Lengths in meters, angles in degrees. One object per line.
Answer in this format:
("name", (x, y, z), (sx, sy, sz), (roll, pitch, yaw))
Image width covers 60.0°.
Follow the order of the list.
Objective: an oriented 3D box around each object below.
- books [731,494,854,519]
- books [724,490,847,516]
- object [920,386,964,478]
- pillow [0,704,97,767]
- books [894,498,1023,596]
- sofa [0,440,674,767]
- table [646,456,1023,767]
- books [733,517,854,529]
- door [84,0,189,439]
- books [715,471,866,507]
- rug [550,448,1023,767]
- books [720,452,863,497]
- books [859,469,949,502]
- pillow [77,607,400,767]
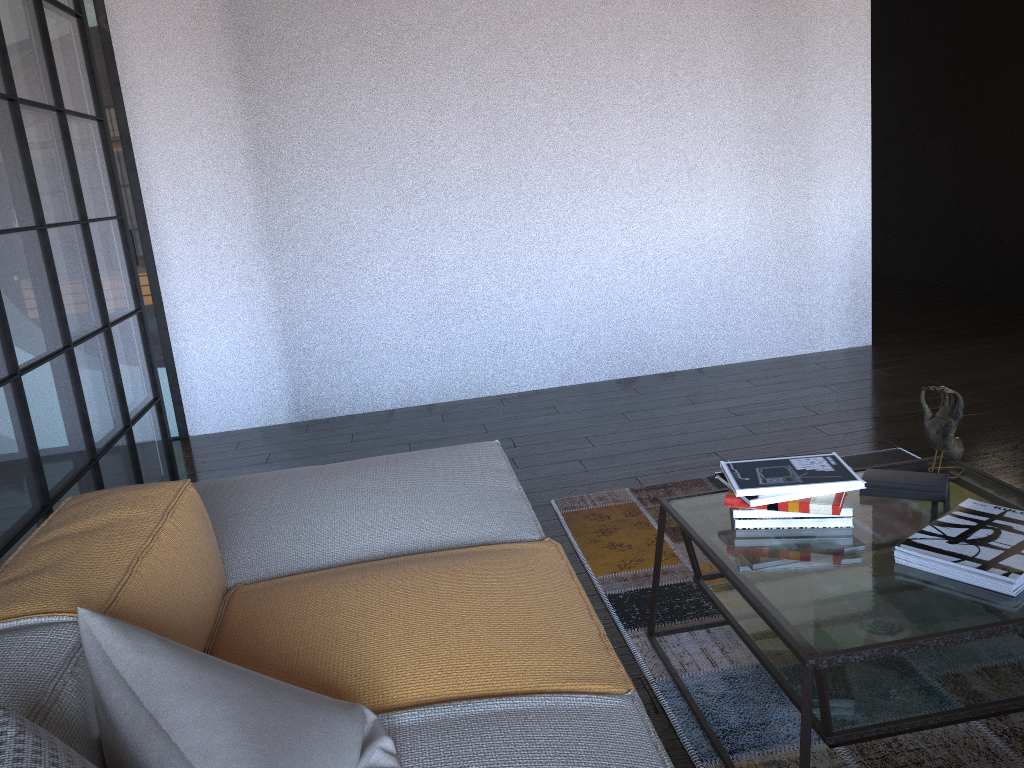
("books", (0.622, 0.253, 2.004), (0.251, 0.023, 0.208), (-3, 14, 12))
("books", (0.615, 0.238, 1.976), (0.239, 0.023, 0.190), (1, 15, 26))
("object", (1.021, 0.106, 2.109), (0.099, 0.223, 0.093), (3, 16, 31))
("pillow", (-0.368, 0.519, 0.829), (0.293, 0.355, 0.495), (-11, 15, -21))
("books", (0.926, 0.308, 1.719), (0.308, 0.038, 0.225), (-16, 17, -36))
("sofa", (0.364, 0.533, 1.447), (2.536, 0.698, 3.296), (-8, 14, -8))
("table", (0.804, 0.498, 1.877), (0.842, 0.389, 0.847), (-8, 14, -7))
("books", (0.626, 0.275, 2.009), (0.247, 0.024, 0.208), (-3, 14, 12))
("door", (-3.838, -0.633, 4.264), (4.185, 2.597, 0.138), (-8, 14, -7))
("books", (0.619, 0.215, 1.991), (0.268, 0.014, 0.196), (-8, 14, -8))
("rug", (1.011, 0.597, 2.277), (1.431, 0.013, 2.361), (-8, 14, -7))
("books", (0.618, 0.201, 1.987), (0.268, 0.014, 0.196), (-5, 13, 4))
("books", (0.911, 0.231, 2.058), (0.182, 0.029, 0.129), (2, 15, 29))
("pillow", (-0.354, 0.459, 1.199), (0.485, 0.314, 0.358), (4, 17, 34))
